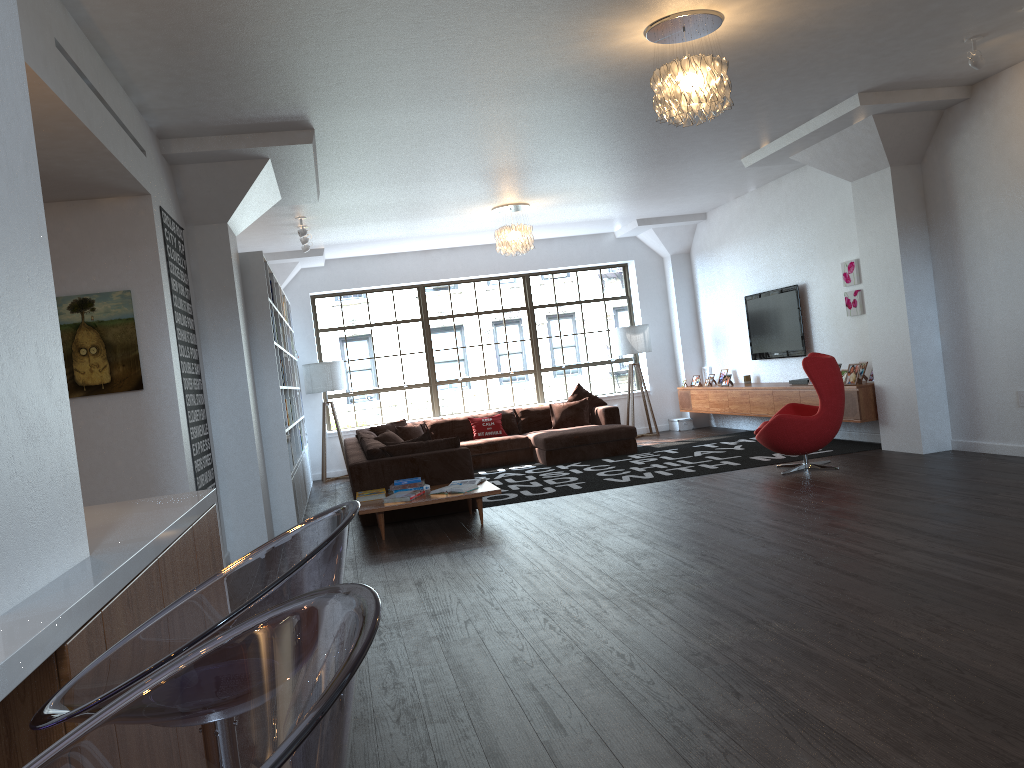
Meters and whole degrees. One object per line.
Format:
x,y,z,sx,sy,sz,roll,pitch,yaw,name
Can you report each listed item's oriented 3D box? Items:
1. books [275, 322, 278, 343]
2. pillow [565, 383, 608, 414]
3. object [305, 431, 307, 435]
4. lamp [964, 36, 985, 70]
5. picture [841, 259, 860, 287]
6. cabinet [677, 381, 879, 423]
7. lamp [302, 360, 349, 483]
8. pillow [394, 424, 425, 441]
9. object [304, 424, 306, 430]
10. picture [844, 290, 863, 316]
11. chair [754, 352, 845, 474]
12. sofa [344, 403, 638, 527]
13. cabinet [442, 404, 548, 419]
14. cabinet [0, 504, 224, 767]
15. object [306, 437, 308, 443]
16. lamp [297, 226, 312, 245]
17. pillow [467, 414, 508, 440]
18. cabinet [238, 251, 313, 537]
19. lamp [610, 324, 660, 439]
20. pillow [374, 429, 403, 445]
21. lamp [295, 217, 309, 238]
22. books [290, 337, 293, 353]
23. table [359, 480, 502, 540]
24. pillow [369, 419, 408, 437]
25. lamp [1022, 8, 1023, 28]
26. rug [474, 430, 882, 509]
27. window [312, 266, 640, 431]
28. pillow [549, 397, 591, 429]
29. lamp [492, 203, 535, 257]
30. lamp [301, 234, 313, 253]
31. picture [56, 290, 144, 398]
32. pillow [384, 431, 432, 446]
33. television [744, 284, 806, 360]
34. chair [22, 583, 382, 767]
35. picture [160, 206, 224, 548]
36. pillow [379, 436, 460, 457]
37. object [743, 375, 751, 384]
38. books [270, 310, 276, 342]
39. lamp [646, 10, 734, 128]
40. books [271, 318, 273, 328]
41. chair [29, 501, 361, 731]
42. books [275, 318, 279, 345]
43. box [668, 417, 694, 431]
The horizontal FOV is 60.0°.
-2.302,-0.458,8.351,0.174,0.240,0.054,-7,1,-11,books
0.914,0.282,11.799,0.651,0.587,0.335,-8,1,-32,pillow
-2.837,0.677,11.535,0.331,0.088,0.410,-7,1,-11,object
3.079,-2.196,5.892,0.111,0.211,0.120,-7,1,23,lamp
3.446,-1.128,9.033,0.030,0.250,0.250,-7,1,-11,picture
3.068,0.182,10.652,0.459,0.350,4.501,-7,1,-11,cabinet
-2.445,0.497,11.931,0.545,1.579,0.545,-7,1,-22,lamp
-1.275,0.665,11.172,0.489,0.337,0.238,-8,1,-42,pillow
-2.855,0.591,11.532,0.316,0.088,0.410,-7,1,-11,object
3.483,-0.823,9.038,0.030,0.250,0.250,-7,1,-11,picture
2.538,0.244,7.858,0.801,1.006,0.798,-7,1,14,chair
-0.088,0.703,9.914,3.481,0.664,4.197,-7,1,-11,sofa
-0.173,0.689,12.447,1.520,0.625,0.350,-7,1,-11,cabinet
-1.122,0.907,1.220,0.898,0.796,4.493,-7,1,-11,cabinet
-2.826,0.765,11.536,0.331,0.088,0.410,-7,1,-11,object
-2.252,-1.605,9.599,0.111,0.211,0.120,-6,1,38,lamp
-0.317,0.557,11.507,0.465,0.308,0.220,-7,1,-15,pillow
-2.583,0.136,9.532,0.461,2.414,4.500,-7,1,-11,cabinet
1.772,-0.035,12.665,0.545,1.579,0.545,-7,1,0,lamp
-1.284,0.690,9.619,0.325,0.391,0.625,-7,1,5,pillow
-2.154,-1.608,9.103,0.111,0.211,0.120,-7,1,23,lamp
-2.819,-0.447,10.998,0.183,0.253,0.034,-7,1,-12,books
-0.686,1.023,7.207,1.100,0.271,0.853,-7,1,-11,table
-1.482,0.671,11.230,0.580,0.418,0.334,-8,1,-38,pillow
3.177,-2.200,5.396,0.111,0.211,0.120,-6,1,38,lamp
1.371,0.859,9.683,4.200,0.007,3.100,-7,1,-10,rug
-0.435,-0.560,12.959,4.648,1.905,0.114,-7,1,-11,window
0.755,0.388,11.599,0.542,0.362,0.248,-7,1,10,pillow
0.016,-1.718,9.973,0.441,0.539,0.442,-6,1,31,lamp
-2.353,-1.601,10.108,0.120,0.211,0.111,-8,1,-37,lamp
-2.472,-0.237,5.280,0.450,0.600,0.030,-7,1,-11,picture
-0.904,0.646,8.238,0.559,0.411,0.269,-6,1,35,pillow
3.127,-0.710,10.604,0.013,0.816,1.324,-7,1,-11,television
-0.281,0.710,0.697,0.481,1.014,0.530,-7,1,-13,chair
-2.147,0.058,6.005,0.021,2.380,0.800,-7,1,-11,picture
-0.811,0.681,7.985,0.750,0.364,0.289,-7,1,-12,pillow
3.015,-0.056,11.356,0.089,0.110,0.089,-6,1,34,object
-2.168,-0.489,7.742,0.176,0.290,0.053,-7,1,-11,books
1.001,-1.752,5.009,0.441,0.539,0.442,-6,1,31,lamp
-2.159,-0.465,7.665,0.174,0.242,0.105,-7,1,-11,books
-0.404,0.714,1.316,0.481,1.014,0.530,-7,1,-9,chair
-2.339,-0.482,8.513,0.176,0.291,0.053,-7,1,-11,books
2.470,0.587,12.961,0.228,0.165,0.368,-7,1,-11,box
